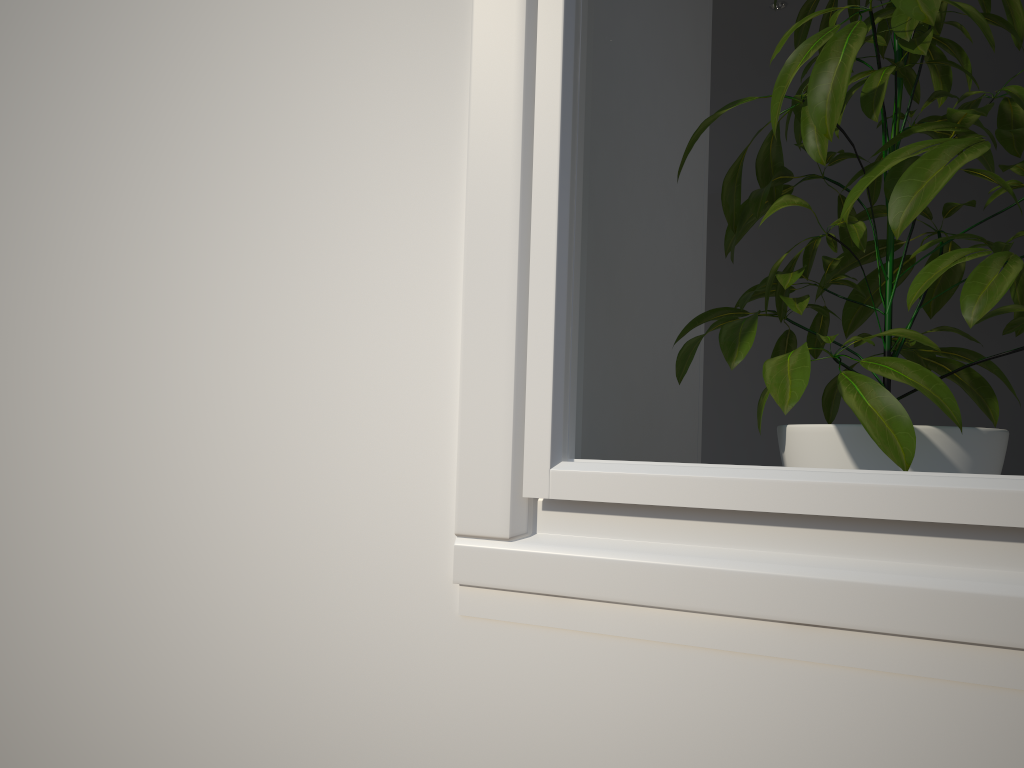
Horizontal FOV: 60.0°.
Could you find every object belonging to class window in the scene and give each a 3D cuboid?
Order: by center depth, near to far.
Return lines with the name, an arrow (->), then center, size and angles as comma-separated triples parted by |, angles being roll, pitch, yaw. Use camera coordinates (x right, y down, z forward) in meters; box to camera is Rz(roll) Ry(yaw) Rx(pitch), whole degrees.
window -> 0.583, -0.622, 0.365 | 1.286, 1.561, 0.116 | 0, -2, 27

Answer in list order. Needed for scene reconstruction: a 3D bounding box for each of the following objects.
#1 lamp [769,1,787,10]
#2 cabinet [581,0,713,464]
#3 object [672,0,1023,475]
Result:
lamp -> 0.978, -1.400, 3.253 | 0.064, 0.030, 0.064 | 1, -4, 15
cabinet -> -0.461, -0.045, 1.328 | 1.377, 2.094, 0.514 | 1, -2, 27
object -> 0.299, -0.118, 0.636 | 0.374, 0.529, 0.328 | 1, -3, 18
